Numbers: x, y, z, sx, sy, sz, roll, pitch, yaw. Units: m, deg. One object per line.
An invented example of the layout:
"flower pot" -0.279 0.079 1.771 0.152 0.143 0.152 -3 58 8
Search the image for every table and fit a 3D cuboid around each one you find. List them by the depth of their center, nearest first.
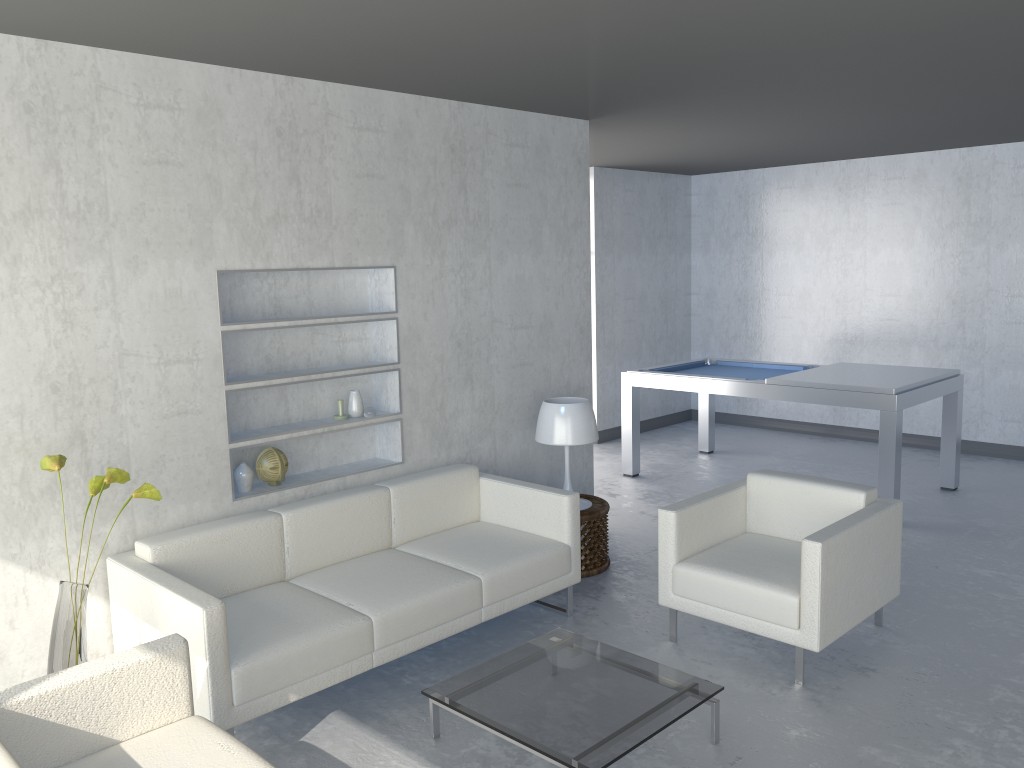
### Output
"table" 0.214 1.160 3.115 0.773 0.190 0.730 6 11 44
"table" 0.315 0.833 4.906 0.452 0.358 0.452 1 8 20
"table" 2.008 0.299 6.562 2.095 0.835 1.180 6 11 44

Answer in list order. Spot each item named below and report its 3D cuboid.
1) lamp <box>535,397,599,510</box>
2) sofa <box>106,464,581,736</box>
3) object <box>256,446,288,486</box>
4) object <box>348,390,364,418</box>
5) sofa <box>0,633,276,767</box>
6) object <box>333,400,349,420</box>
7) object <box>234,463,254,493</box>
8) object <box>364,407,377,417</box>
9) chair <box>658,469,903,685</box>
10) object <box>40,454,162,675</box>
"lamp" 0.301 0.377 4.843 0.347 0.582 0.347 0 8 13
"sofa" -0.609 0.848 3.827 0.821 0.658 1.881 6 11 44
"object" -1.077 0.375 4.053 0.088 0.179 0.163 4 9 34
"object" -0.770 0.097 4.365 0.079 0.130 0.079 6 11 42
"sofa" -0.610 1.126 1.789 1.881 0.658 0.821 6 11 44
"object" -0.832 0.124 4.312 0.074 0.094 0.074 0 8 9
"object" -1.200 0.416 3.970 0.086 0.128 0.086 -7 9 -34
"object" -0.696 0.136 4.363 0.064 0.050 0.064 -8 10 -39
"chair" 1.180 0.788 3.914 0.748 0.662 0.821 6 11 44
"object" -1.402 0.775 3.078 0.400 1.051 0.387 -4 8 -17
